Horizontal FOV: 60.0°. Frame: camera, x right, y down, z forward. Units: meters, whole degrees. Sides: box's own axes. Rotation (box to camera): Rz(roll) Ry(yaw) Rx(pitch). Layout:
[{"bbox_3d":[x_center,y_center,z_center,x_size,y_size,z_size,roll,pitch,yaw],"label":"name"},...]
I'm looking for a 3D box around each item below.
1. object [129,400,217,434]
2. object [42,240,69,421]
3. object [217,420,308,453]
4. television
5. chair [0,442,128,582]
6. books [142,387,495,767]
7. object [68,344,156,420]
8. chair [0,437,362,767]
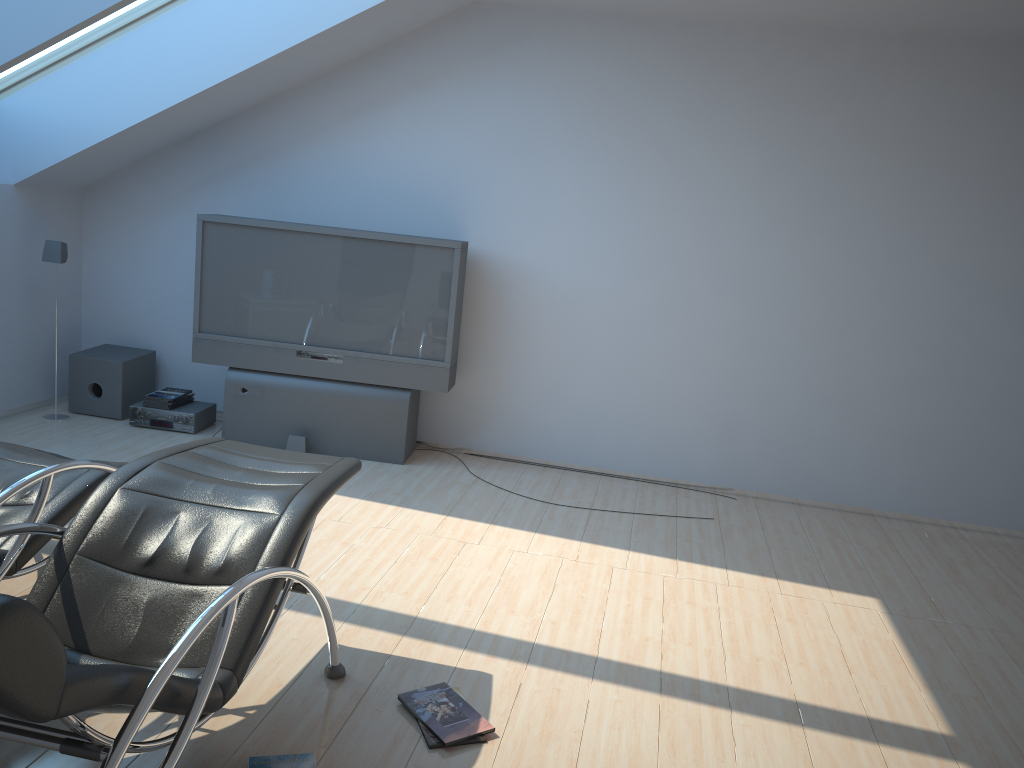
[{"bbox_3d":[-2.307,0.207,6.047,0.450,0.138,0.358,7,11,4],"label":"object"},{"bbox_3d":[-2.987,-0.347,5.816,0.160,1.181,0.158,8,11,9],"label":"object"},{"bbox_3d":[-1.824,0.304,5.840,1.163,0.141,0.394,14,14,37],"label":"object"},{"bbox_3d":[-1.206,-0.291,5.802,1.686,1.446,0.400,7,11,4],"label":"television"},{"bbox_3d":[-1.921,0.266,3.042,0.836,1.251,1.938,8,11,9],"label":"chair"},{"bbox_3d":[-1.173,0.652,4.187,1.045,0.222,4.790,1,12,-23],"label":"books"},{"bbox_3d":[-2.792,-0.024,6.204,0.400,0.424,0.401,8,11,9],"label":"object"},{"bbox_3d":[-1.075,0.629,2.422,0.836,0.953,2.114,8,11,9],"label":"chair"}]
